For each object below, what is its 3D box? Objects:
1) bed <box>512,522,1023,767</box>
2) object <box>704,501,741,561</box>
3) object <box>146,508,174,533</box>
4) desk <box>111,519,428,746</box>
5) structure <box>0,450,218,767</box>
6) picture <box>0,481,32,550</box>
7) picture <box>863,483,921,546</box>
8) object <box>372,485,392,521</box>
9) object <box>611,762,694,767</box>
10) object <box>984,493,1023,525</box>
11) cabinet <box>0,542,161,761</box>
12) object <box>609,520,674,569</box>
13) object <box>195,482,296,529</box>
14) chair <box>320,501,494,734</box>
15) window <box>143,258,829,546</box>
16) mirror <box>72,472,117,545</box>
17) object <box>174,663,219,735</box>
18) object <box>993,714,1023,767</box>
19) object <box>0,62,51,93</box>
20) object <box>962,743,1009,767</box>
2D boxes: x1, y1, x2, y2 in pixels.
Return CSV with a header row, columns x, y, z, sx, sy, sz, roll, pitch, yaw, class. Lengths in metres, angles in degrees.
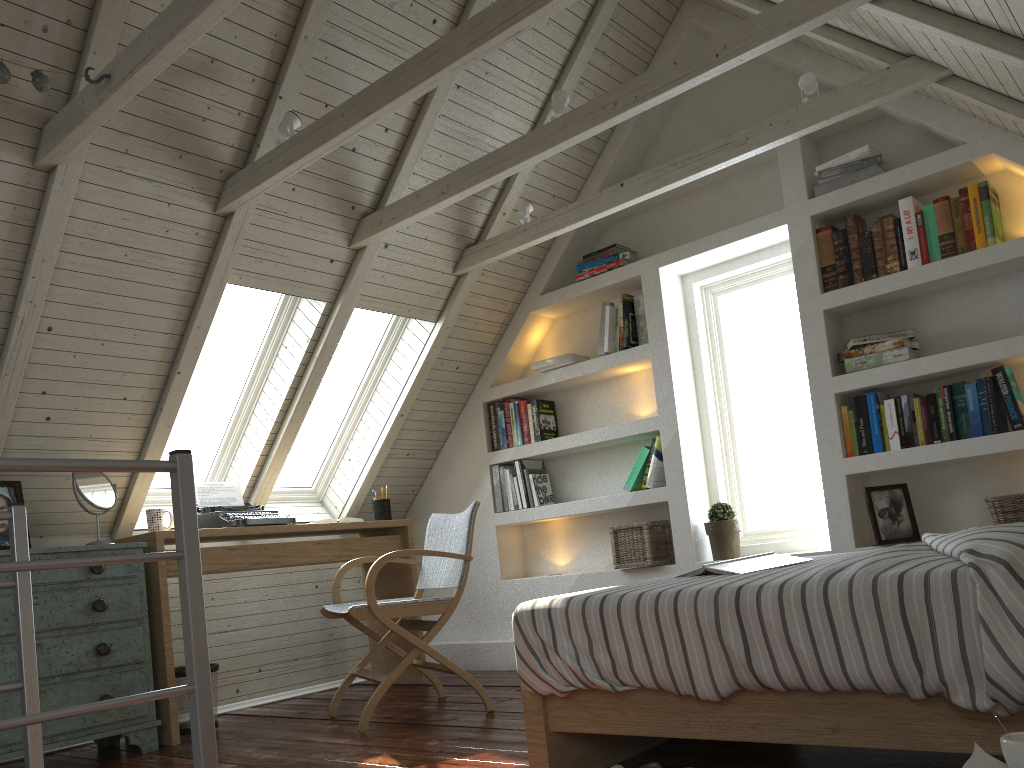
x,y,z,sx,sy,sz,roll,pitch,yaw,class
1.157,0.478,2.041,1.904,0.696,1.875,-15,-14,39,bed
0.923,0.632,3.843,0.161,0.268,0.160,-10,-7,32,object
-1.402,0.549,3.514,0.108,0.099,0.084,-5,-7,-9,object
-1.021,1.047,3.927,0.382,0.795,1.326,-11,-10,39,desk
-1.406,0.636,1.301,0.847,0.983,1.642,-12,-11,39,structure
-1.828,0.470,3.078,0.148,0.256,0.202,-10,-8,34,picture
1.413,0.495,3.320,0.173,0.221,0.128,-5,-6,-10,picture
-0.646,0.594,4.340,0.088,0.184,0.089,-7,-6,4,object
0.303,0.832,1.802,0.289,0.090,0.275,-14,-13,37,object
1.811,0.444,3.060,0.286,0.132,0.178,-12,-11,31,object
-1.711,0.969,3.053,0.421,0.758,0.805,-11,-9,39,cabinet
0.602,0.744,4.078,0.207,0.198,0.205,-13,-10,39,object
-1.175,0.520,3.843,0.358,0.235,0.389,-13,-11,34,object
-0.423,0.894,3.447,0.558,0.782,0.560,-3,-7,-25,chair
-0.258,0.143,3.791,3.112,1.357,1.415,-10,-8,18,window
-1.552,0.451,3.287,0.112,0.315,0.209,-6,-6,-7,mirror
-1.290,1.271,3.550,0.226,0.249,0.225,-11,-9,34,object
0.715,0.468,1.109,0.081,0.098,0.188,-3,-10,-27,object
-1.242,-0.760,2.082,0.060,0.066,0.284,-12,-12,38,object
0.660,0.508,1.157,0.155,0.046,0.159,-12,-12,30,object
